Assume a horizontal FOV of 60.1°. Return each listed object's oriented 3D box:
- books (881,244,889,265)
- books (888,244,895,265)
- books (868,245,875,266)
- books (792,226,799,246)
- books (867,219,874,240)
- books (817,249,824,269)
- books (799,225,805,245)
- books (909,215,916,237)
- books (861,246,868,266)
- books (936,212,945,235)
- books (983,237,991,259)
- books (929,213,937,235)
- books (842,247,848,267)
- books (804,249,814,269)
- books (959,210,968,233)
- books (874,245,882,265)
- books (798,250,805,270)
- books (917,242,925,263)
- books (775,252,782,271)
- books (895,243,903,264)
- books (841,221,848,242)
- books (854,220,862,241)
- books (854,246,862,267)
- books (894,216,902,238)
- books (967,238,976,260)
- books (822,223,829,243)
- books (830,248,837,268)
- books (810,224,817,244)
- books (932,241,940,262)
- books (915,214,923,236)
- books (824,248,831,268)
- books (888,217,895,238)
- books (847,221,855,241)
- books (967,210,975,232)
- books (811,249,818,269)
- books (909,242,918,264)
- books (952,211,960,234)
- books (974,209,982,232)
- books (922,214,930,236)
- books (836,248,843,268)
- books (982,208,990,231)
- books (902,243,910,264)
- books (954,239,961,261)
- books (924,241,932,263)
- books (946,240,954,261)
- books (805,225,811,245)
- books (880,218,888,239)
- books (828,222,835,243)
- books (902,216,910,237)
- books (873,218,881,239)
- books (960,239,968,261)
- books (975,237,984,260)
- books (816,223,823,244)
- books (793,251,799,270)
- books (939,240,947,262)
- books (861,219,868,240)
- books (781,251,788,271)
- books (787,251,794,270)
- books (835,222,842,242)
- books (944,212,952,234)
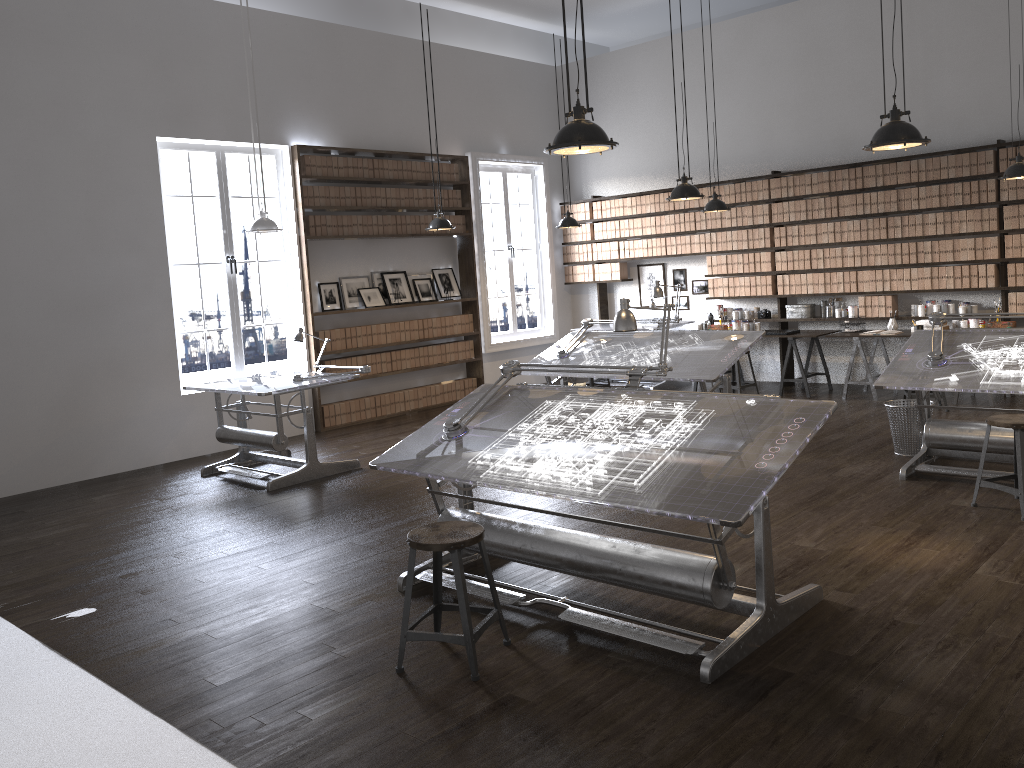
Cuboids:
[{"bbox_3d":[3.957,-1.359,9.330,0.067,0.225,0.175,0,7,43],"label":"books"},{"bbox_3d":[4.010,-1.357,9.281,0.067,0.225,0.175,0,7,43],"label":"books"},{"bbox_3d":[3.858,-1.365,9.433,0.067,0.225,0.175,0,7,43],"label":"books"},{"bbox_3d":[3.231,-1.668,9.972,0.067,0.225,0.175,0,7,43],"label":"books"},{"bbox_3d":[3.839,-1.639,9.408,0.067,0.224,0.175,0,7,43],"label":"books"},{"bbox_3d":[3.451,-1.384,9.805,0.067,0.225,0.175,0,7,43],"label":"books"},{"bbox_3d":[3.285,-1.666,9.927,0.067,0.225,0.175,0,7,43],"label":"books"},{"bbox_3d":[4.153,-1.625,9.118,0.067,0.225,0.175,0,7,43],"label":"books"},{"bbox_3d":[3.806,-1.367,9.479,0.067,0.225,0.175,0,7,43],"label":"books"},{"bbox_3d":[4.347,-1.614,8.931,0.067,0.225,0.175,0,7,43],"label":"books"},{"bbox_3d":[4.676,-1.326,8.669,0.067,0.225,0.175,0,7,43],"label":"books"},{"bbox_3d":[4.295,-1.617,8.982,0.067,0.224,0.175,0,7,43],"label":"books"},{"bbox_3d":[3.655,-1.375,9.619,0.067,0.224,0.175,0,7,43],"label":"books"},{"bbox_3d":[3.344,-1.389,9.904,0.067,0.225,0.175,0,7,43],"label":"books"},{"bbox_3d":[4.501,-1.607,8.789,0.067,0.225,0.175,0,7,43],"label":"books"},{"bbox_3d":[3.906,-1.362,9.382,0.067,0.225,0.175,0,7,43],"label":"books"},{"bbox_3d":[3.293,-1.392,9.958,0.067,0.224,0.175,0,7,43],"label":"books"},{"bbox_3d":[4.225,-1.347,9.089,0.067,0.225,0.175,0,7,43],"label":"books"},{"bbox_3d":[3.091,-1.402,10.142,0.067,0.225,0.175,0,7,43],"label":"books"},{"bbox_3d":[4.059,-1.355,9.241,0.067,0.224,0.175,0,7,43],"label":"books"},{"bbox_3d":[3.638,-1.650,9.600,0.067,0.225,0.175,0,7,43],"label":"books"},{"bbox_3d":[3.737,-1.644,9.497,0.067,0.225,0.175,0,7,43],"label":"books"},{"bbox_3d":[3.751,-1.369,9.524,0.067,0.225,0.175,0,7,43],"label":"books"},{"bbox_3d":[4.046,-1.629,9.212,0.067,0.225,0.175,0,7,43],"label":"books"},{"bbox_3d":[4.570,-1.330,8.761,0.067,0.225,0.175,0,7,43],"label":"books"},{"bbox_3d":[3.480,-1.657,9.742,0.067,0.224,0.175,0,7,43],"label":"books"},{"bbox_3d":[3.557,-1.380,9.711,0.067,0.225,0.175,0,7,43],"label":"books"},{"bbox_3d":[3.383,-1.661,9.828,0.067,0.225,0.175,0,7,43],"label":"books"},{"bbox_3d":[4.329,-1.342,8.992,0.067,0.225,0.175,0,7,43],"label":"books"},{"bbox_3d":[4.198,-1.621,9.068,0.067,0.225,0.175,0,7,43],"label":"books"},{"bbox_3d":[3.506,-1.382,9.759,0.067,0.225,0.175,0,7,43],"label":"books"},{"bbox_3d":[3.997,-1.632,9.264,0.067,0.225,0.175,0,7,43],"label":"books"},{"bbox_3d":[3.686,-1.647,9.549,0.067,0.225,0.175,0,7,43],"label":"books"},{"bbox_3d":[4.552,-1.604,8.737,0.067,0.225,0.175,0,7,43],"label":"books"},{"bbox_3d":[3.402,-1.387,9.857,0.067,0.225,0.175,0,7,43],"label":"books"},{"bbox_3d":[4.167,-1.349,9.136,0.067,0.225,0.175,0,7,43],"label":"books"},{"bbox_3d":[4.453,-1.610,8.839,0.067,0.225,0.175,0,7,43],"label":"books"},{"bbox_3d":[4.601,-1.602,8.692,0.067,0.225,0.175,0,7,43],"label":"books"},{"bbox_3d":[4.250,-1.620,9.026,0.067,0.224,0.175,0,7,43],"label":"books"},{"bbox_3d":[3.603,-1.376,9.661,0.067,0.225,0.175,0,7,43],"label":"books"},{"bbox_3d":[4.650,-1.600,8.652,0.067,0.224,0.175,0,7,43],"label":"books"},{"bbox_3d":[4.116,-1.353,9.191,0.067,0.224,0.175,0,7,43],"label":"books"},{"bbox_3d":[4.478,-1.335,8.851,0.067,0.224,0.175,0,7,43],"label":"books"},{"bbox_3d":[4.274,-1.344,9.037,0.067,0.225,0.175,0,7,43],"label":"books"},{"bbox_3d":[4.426,-1.336,8.893,0.067,0.225,0.175,0,7,43],"label":"books"},{"bbox_3d":[3.337,-1.664,9.878,0.067,0.225,0.175,0,7,43],"label":"books"},{"bbox_3d":[3.939,-1.634,9.311,0.067,0.225,0.175,0,7,43],"label":"books"},{"bbox_3d":[3.531,-1.654,9.691,0.067,0.225,0.175,0,7,43],"label":"books"},{"bbox_3d":[4.101,-1.627,9.166,0.067,0.225,0.175,0,7,43],"label":"books"},{"bbox_3d":[3.888,-1.637,9.365,0.067,0.224,0.175,0,7,43],"label":"books"},{"bbox_3d":[4.523,-1.332,8.807,0.067,0.224,0.175,0,7,43],"label":"books"},{"bbox_3d":[4.624,-1.328,8.716,0.067,0.225,0.175,0,7,43],"label":"books"},{"bbox_3d":[3.435,-1.659,9.786,0.067,0.224,0.175,0,7,43],"label":"books"},{"bbox_3d":[3.244,-1.394,10.001,0.067,0.224,0.175,0,7,43],"label":"books"},{"bbox_3d":[4.381,-1.340,8.944,0.067,0.225,0.175,0,7,43],"label":"books"},{"bbox_3d":[3.790,-1.641,9.448,0.067,0.225,0.175,0,7,43],"label":"books"},{"bbox_3d":[3.141,-1.399,10.090,0.067,0.225,0.175,0,7,43],"label":"books"},{"bbox_3d":[3.194,-1.396,10.041,0.067,0.225,0.175,0,7,43],"label":"books"},{"bbox_3d":[3.585,-1.652,9.646,0.067,0.225,0.175,0,7,43],"label":"books"},{"bbox_3d":[4.401,-1.612,8.886,0.067,0.225,0.175,0,7,43],"label":"books"}]
